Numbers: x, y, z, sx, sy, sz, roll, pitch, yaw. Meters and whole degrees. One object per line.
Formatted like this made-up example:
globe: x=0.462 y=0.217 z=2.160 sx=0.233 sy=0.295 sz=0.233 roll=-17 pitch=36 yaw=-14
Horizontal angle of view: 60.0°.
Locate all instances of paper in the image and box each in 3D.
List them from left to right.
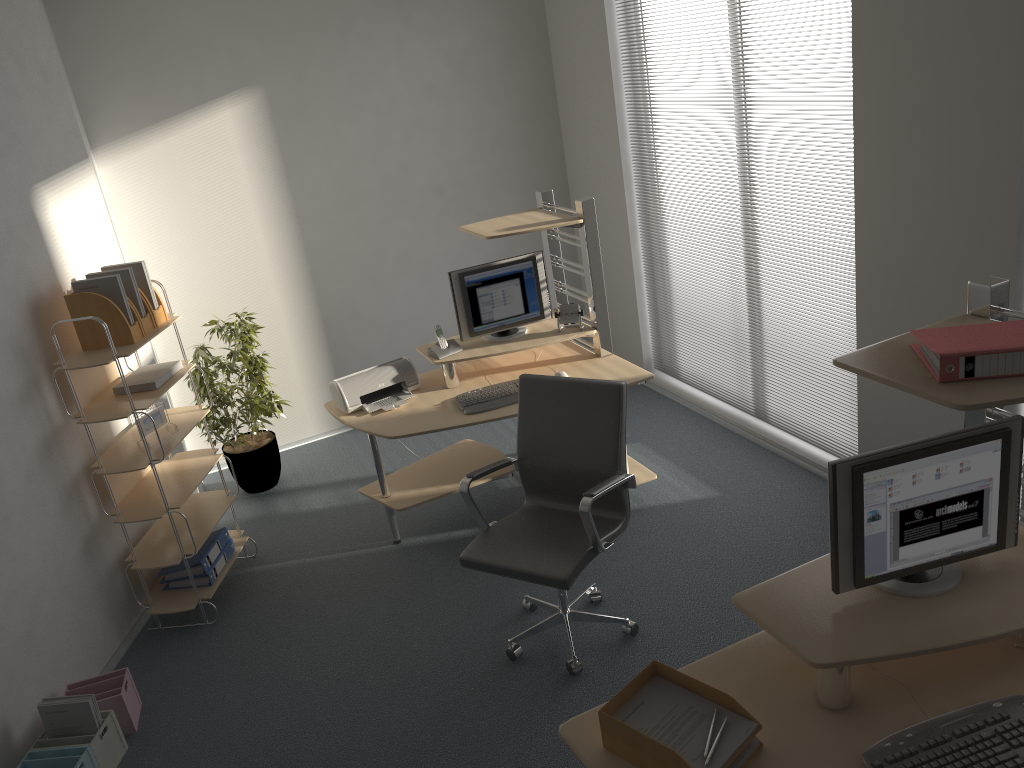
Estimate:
paper: x=-1.679 y=1.346 z=3.422 sx=0.220 sy=0.306 sz=0.068 roll=-7 pitch=21 yaw=6
paper: x=-1.809 y=-0.326 z=3.948 sx=0.213 sy=0.297 sz=0.045 roll=-8 pitch=21 yaw=5
paper: x=-1.804 y=-0.372 z=4.063 sx=0.213 sy=0.297 sz=0.045 roll=-7 pitch=21 yaw=7
paper: x=-1.790 y=-0.420 z=4.177 sx=0.213 sy=0.297 sz=0.045 roll=-6 pitch=22 yaw=10
paper: x=-1.726 y=-0.032 z=4.214 sx=0.213 sy=0.046 sz=0.297 roll=-7 pitch=21 yaw=6
paper: x=0.401 y=0.814 z=2.117 sx=0.210 sy=0.010 sz=0.297 roll=-27 pitch=27 yaw=-38
paper: x=0.409 y=0.862 z=2.136 sx=0.210 sy=0.019 sz=0.297 roll=-27 pitch=27 yaw=-38

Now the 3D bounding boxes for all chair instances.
chair: x=0.165 y=0.575 z=3.587 sx=0.584 sy=1.048 sz=0.652 roll=5 pitch=26 yaw=33

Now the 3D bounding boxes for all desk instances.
desk: x=-0.159 y=-0.018 z=4.515 sx=1.469 sy=1.566 sz=0.967 roll=-17 pitch=23 yaw=-19
desk: x=0.957 y=0.758 z=2.074 sx=1.469 sy=1.566 sz=0.967 roll=-17 pitch=23 yaw=-19

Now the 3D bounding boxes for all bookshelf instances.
bookshelf: x=-1.688 y=0.343 z=4.261 sx=0.381 sy=1.572 sz=0.724 roll=-7 pitch=21 yaw=7

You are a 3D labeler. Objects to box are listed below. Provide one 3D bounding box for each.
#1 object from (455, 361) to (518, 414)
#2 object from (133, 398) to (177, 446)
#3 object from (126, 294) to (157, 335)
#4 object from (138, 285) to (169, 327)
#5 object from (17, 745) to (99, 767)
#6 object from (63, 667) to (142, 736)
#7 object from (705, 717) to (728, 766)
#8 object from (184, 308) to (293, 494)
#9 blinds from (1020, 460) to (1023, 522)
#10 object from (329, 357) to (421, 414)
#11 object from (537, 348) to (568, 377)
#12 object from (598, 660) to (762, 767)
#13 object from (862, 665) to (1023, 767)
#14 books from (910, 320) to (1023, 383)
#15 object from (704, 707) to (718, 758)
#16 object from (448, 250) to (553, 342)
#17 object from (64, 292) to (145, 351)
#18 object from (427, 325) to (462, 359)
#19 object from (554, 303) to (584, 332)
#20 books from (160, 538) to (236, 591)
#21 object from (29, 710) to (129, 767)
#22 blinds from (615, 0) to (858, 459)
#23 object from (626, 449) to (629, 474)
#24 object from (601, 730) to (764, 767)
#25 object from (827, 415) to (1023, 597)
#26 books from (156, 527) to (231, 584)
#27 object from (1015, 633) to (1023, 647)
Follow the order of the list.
object: x=-0.109 y=-0.015 z=4.655 sx=0.478 sy=0.082 sz=0.814 roll=-14 pitch=22 yaw=-12
object: x=-1.695 y=0.177 z=4.185 sx=0.077 sy=0.161 sz=0.192 roll=0 pitch=23 yaw=24
object: x=-1.801 y=-0.347 z=4.051 sx=0.243 sy=0.259 sz=0.113 roll=-7 pitch=21 yaw=7
object: x=-1.787 y=-0.394 z=4.165 sx=0.243 sy=0.259 sz=0.113 roll=-6 pitch=22 yaw=10
object: x=-1.678 y=1.486 z=3.262 sx=0.245 sy=0.202 sz=0.185 roll=-7 pitch=21 yaw=6
object: x=-1.686 y=1.336 z=3.645 sx=0.245 sy=0.202 sz=0.185 roll=-14 pitch=22 yaw=-11
object: x=0.470 y=0.823 z=2.041 sx=0.008 sy=0.009 sz=0.159 roll=4 pitch=25 yaw=31
object: x=-1.644 y=0.117 z=5.410 sx=0.544 sy=1.147 sz=0.644 roll=-7 pitch=22 yaw=8
blinds: x=2.292 y=-0.328 z=2.342 sx=0.022 sy=2.770 sz=1.950 roll=-17 pitch=23 yaw=-19
object: x=-0.675 y=0.015 z=4.565 sx=0.438 sy=0.162 sz=0.351 roll=-21 pitch=24 yaw=-26
object: x=0.187 y=-0.122 z=4.790 sx=0.168 sy=0.088 sz=0.742 roll=-16 pitch=22 yaw=-17
object: x=0.397 y=0.798 z=2.111 sx=0.225 sy=0.060 sz=0.309 roll=-27 pitch=27 yaw=-38
object: x=0.967 y=0.767 z=2.216 sx=0.478 sy=0.082 sz=0.814 roll=-14 pitch=22 yaw=-12
books: x=1.166 y=-0.098 z=2.142 sx=0.320 sy=0.072 sz=0.262 roll=-5 pitch=22 yaw=11
object: x=0.464 y=0.813 z=2.069 sx=0.008 sy=0.009 sz=0.159 roll=0 pitch=23 yaw=23
object: x=-0.060 y=-0.464 z=4.727 sx=0.516 sy=0.418 sz=0.245 roll=-12 pitch=21 yaw=-5
object: x=-1.805 y=-0.300 z=3.936 sx=0.243 sy=0.259 sz=0.113 roll=-8 pitch=21 yaw=5
object: x=-0.364 y=-0.231 z=4.635 sx=0.150 sy=0.151 sz=0.119 roll=-24 pitch=25 yaw=-32
object: x=0.306 y=-0.354 z=4.677 sx=0.154 sy=0.135 sz=0.093 roll=-4 pitch=22 yaw=15
books: x=-1.581 y=0.906 z=4.469 sx=0.262 sy=0.072 sz=0.320 roll=-7 pitch=21 yaw=7
object: x=-1.669 y=1.417 z=3.434 sx=0.245 sy=0.202 sz=0.185 roll=-7 pitch=21 yaw=6
blinds: x=1.171 y=-1.106 z=4.789 sx=0.037 sy=2.749 sz=1.950 roll=-17 pitch=23 yaw=-19
object: x=0.414 y=0.253 z=4.775 sx=0.199 sy=0.422 sz=0.471 roll=-17 pitch=23 yaw=-19
object: x=0.406 y=0.850 z=2.132 sx=0.225 sy=0.060 sz=0.309 roll=-27 pitch=27 yaw=-38
object: x=1.049 y=0.305 z=2.306 sx=0.516 sy=0.418 sz=0.245 roll=-9 pitch=21 yaw=2
books: x=-1.599 y=0.856 z=4.450 sx=0.263 sy=0.100 sz=0.320 roll=-7 pitch=21 yaw=7
object: x=1.353 y=0.615 z=2.313 sx=0.054 sy=0.064 sz=0.159 roll=6 pitch=26 yaw=34
